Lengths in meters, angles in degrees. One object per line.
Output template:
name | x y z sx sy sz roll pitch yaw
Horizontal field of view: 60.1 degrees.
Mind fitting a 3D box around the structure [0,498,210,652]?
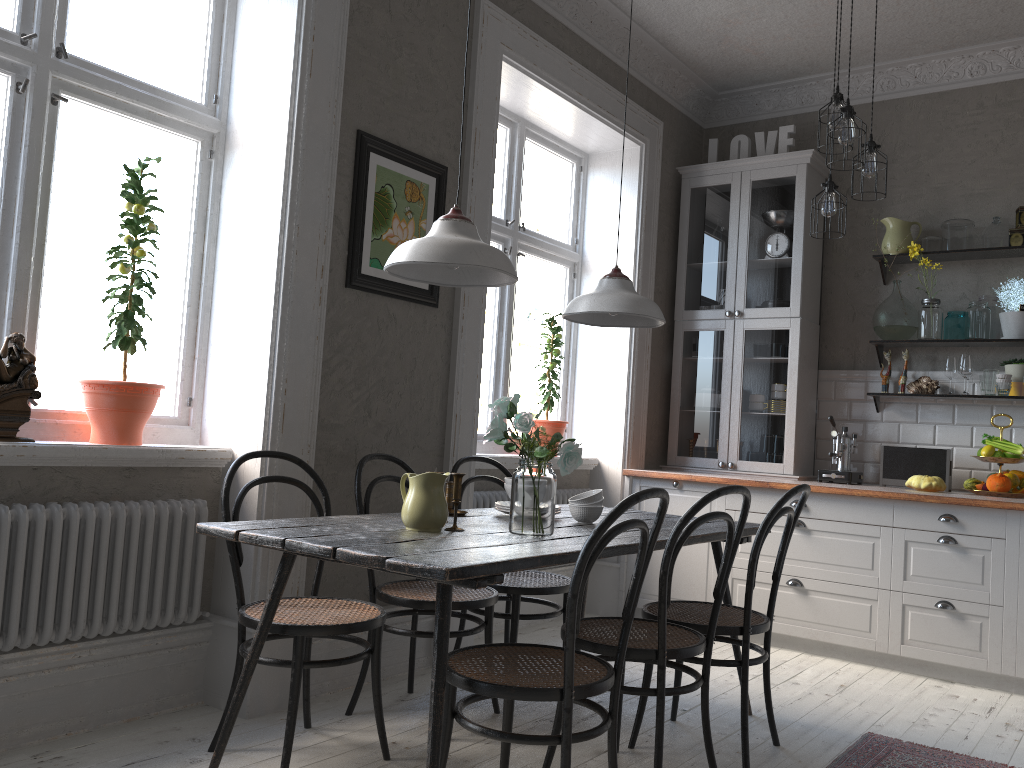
structure | -1.438 0.565 2.612 0.146 0.428 1.247 1 -4 35

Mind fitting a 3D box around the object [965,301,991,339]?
object | 2.502 -0.334 4.755 0.127 0.206 0.122 6 -4 -31

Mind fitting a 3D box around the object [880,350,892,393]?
object | 2.144 -0.068 5.076 0.053 0.264 0.062 3 -3 7

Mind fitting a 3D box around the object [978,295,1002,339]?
object | 2.613 -0.350 4.867 0.128 0.264 0.134 1 -4 42

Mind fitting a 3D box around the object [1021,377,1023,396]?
object | 2.695 0.015 4.609 0.076 0.108 0.079 2 -4 30

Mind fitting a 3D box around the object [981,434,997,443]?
object | 2.444 0.283 4.535 0.072 0.058 0.051 3 -3 13

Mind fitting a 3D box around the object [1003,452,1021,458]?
object | 2.519 0.373 4.473 0.075 0.062 0.101 3 -3 9

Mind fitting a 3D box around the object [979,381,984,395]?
object | 2.563 0.029 4.783 0.079 0.083 0.076 6 -4 -36

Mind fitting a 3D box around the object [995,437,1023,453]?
object | 2.556 0.321 4.531 0.090 0.096 0.177 6 -4 -33

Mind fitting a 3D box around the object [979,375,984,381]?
object | 2.565 -0.004 4.785 0.079 0.083 0.076 6 -4 -36

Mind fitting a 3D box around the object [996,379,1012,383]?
object | 2.571 0.002 4.630 0.079 0.051 0.075 6 -4 -35

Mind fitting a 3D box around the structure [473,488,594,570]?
structure | 0.092 0.773 4.686 0.146 0.428 1.247 1 -4 35

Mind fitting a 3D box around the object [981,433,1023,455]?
object | 2.493 0.305 4.492 0.206 0.101 0.068 1 -4 42

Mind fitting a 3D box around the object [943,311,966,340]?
object | 2.457 -0.313 4.898 0.123 0.172 0.129 1 -4 40

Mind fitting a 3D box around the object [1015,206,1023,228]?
object | 2.715 -0.876 4.686 0.082 0.113 0.083 3 -3 16

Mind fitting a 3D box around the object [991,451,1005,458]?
object | 2.455 0.367 4.477 0.062 0.061 0.068 1 -4 36

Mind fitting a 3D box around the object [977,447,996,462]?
object | 2.446 0.364 4.559 0.094 0.078 0.102 2 -3 23

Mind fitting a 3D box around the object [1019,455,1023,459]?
object | 2.570 0.373 4.475 0.050 0.050 0.051 7 -4 -44

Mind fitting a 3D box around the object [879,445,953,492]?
object | 2.179 0.455 4.780 0.344 0.226 0.090 1 -4 36

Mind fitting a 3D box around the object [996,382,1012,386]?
object | 2.570 0.020 4.629 0.076 0.051 0.078 2 -4 29

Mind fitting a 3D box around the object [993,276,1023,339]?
object | 2.710 -0.399 4.726 0.239 0.354 0.240 6 -4 -36

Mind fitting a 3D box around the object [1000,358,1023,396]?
object | 2.679 -0.035 4.716 0.155 0.217 0.157 3 -3 16

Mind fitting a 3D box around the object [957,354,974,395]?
object | 2.431 -0.048 4.749 0.080 0.217 0.083 2 -4 22

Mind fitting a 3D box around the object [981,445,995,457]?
object | 2.414 0.343 4.490 0.080 0.069 0.058 6 -4 -34

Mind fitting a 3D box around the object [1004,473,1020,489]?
object | 2.497 0.486 4.441 0.089 0.078 0.087 5 -4 -27

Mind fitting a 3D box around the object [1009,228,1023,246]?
object | 2.689 -0.764 4.709 0.081 0.113 0.084 1 -4 36

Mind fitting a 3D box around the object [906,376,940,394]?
object | 2.281 0.007 4.919 0.175 0.111 0.097 3 -3 13

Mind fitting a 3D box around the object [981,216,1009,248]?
object | 2.658 -0.810 4.864 0.140 0.220 0.139 4 -3 -4

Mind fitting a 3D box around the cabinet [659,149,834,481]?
cabinet | 1.436 -0.382 5.427 0.861 1.921 0.395 1 -4 36

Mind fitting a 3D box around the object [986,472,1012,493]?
object | 2.419 0.490 4.402 0.112 0.111 0.112 3 -3 4

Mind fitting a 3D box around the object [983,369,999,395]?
object | 2.543 -0.004 4.705 0.078 0.139 0.079 3 -3 9

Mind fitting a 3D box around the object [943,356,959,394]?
object | 2.417 -0.042 4.877 0.080 0.217 0.083 2 -4 22

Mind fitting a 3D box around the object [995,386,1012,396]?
object | 2.569 0.037 4.628 0.076 0.051 0.078 2 -4 29

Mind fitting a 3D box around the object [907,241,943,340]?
object | 2.270 -0.512 4.872 0.188 0.540 0.286 2 -4 28

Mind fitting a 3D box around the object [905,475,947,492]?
object | 2.130 0.511 4.555 0.193 0.083 0.193 1 -4 37

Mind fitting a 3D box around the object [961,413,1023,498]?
object | 2.494 0.362 4.519 0.347 0.426 0.357 2 -3 21

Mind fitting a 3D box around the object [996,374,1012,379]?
object | 2.572 -0.023 4.632 0.076 0.051 0.078 2 -3 22

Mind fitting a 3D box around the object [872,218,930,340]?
object | 2.162 -0.580 5.012 0.333 0.674 0.339 3 -3 5

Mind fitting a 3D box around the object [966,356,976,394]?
object | 2.483 -0.041 4.824 0.080 0.217 0.083 2 -4 22

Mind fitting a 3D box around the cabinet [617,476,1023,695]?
cabinet | 1.833 0.897 3.357 1.999 0.854 4.170 4 -3 -7

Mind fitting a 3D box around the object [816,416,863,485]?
object | 1.822 0.369 4.936 0.201 0.370 0.360 1 -4 36

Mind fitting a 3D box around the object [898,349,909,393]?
object | 2.218 -0.068 5.002 0.062 0.264 0.052 5 -3 -18

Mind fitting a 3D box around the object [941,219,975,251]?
object | 2.457 -0.804 4.888 0.174 0.184 0.170 4 -3 -15
